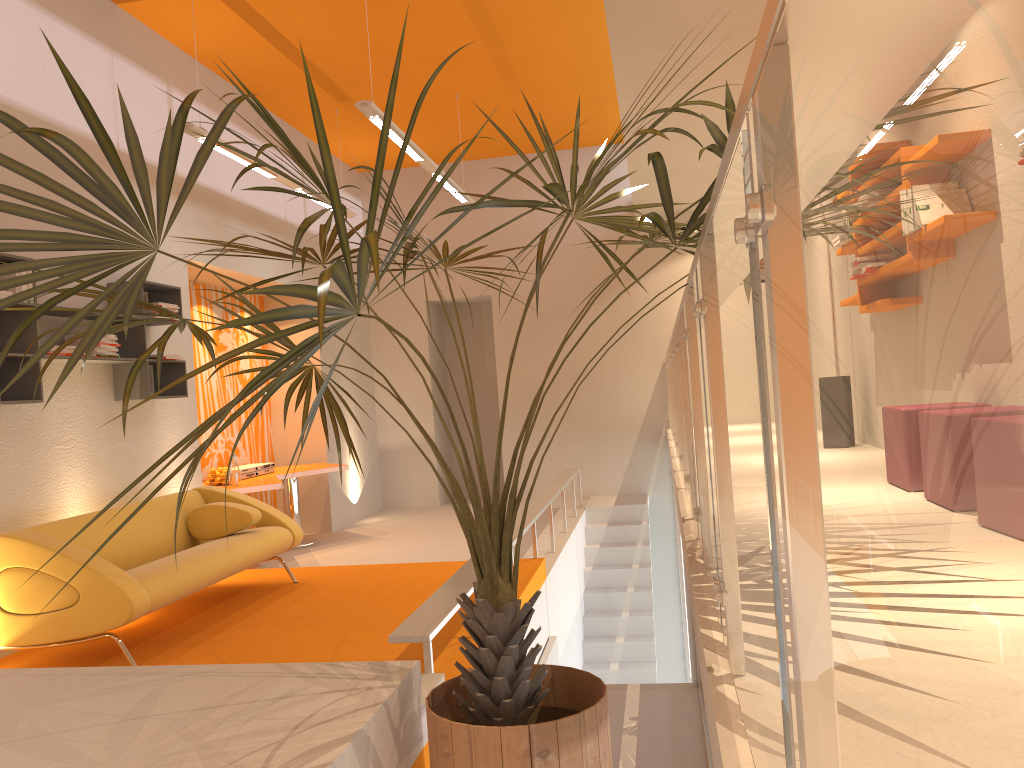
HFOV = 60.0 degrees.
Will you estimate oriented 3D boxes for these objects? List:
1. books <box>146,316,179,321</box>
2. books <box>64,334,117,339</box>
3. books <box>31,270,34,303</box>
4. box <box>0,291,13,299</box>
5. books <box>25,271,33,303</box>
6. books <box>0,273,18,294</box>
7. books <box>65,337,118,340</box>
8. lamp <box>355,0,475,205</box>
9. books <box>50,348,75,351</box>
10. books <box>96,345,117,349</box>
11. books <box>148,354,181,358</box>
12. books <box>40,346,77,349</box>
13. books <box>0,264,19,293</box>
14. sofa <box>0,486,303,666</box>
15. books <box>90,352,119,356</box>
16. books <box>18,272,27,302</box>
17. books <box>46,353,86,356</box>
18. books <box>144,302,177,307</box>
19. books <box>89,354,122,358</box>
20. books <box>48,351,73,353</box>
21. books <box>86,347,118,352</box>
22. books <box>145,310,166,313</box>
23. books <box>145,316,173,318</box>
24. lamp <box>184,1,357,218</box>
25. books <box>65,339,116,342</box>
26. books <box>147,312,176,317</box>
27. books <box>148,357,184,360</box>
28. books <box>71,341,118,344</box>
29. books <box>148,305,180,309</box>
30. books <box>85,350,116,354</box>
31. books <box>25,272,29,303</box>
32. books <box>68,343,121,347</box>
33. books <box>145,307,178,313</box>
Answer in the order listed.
[{"bbox_3d":[-2.474,-0.447,6.125,0.210,0.013,0.297,-4,0,9],"label":"books"},{"bbox_3d":[-2.598,-0.291,5.458,0.230,0.017,0.226,-4,0,-1],"label":"books"},{"bbox_3d":[-2.735,-0.545,4.859,0.230,0.227,0.017,-4,0,9],"label":"books"},{"bbox_3d":[-2.772,-0.455,4.595,0.232,0.047,0.232,-4,0,9],"label":"box"},{"bbox_3d":[-2.731,-0.545,4.840,0.230,0.227,0.017,-4,0,9],"label":"books"},{"bbox_3d":[-2.744,-0.516,4.736,0.230,0.169,0.023,-4,0,9],"label":"books"},{"bbox_3d":[-2.584,-0.276,5.453,0.190,0.015,0.254,-4,0,6],"label":"books"},{"bbox_3d":[-0.723,-2.286,7.244,0.120,1.052,3.195,-4,0,9],"label":"lamp"},{"bbox_3d":[-2.643,-0.188,5.091,0.190,0.015,0.254,-4,0,20],"label":"books"},{"bbox_3d":[-2.593,-0.220,5.457,0.230,0.017,0.226,-4,0,-1],"label":"books"},{"bbox_3d":[-2.447,-0.187,6.118,0.226,0.017,0.230,-4,0,9],"label":"books"},{"bbox_3d":[-2.638,-0.204,5.097,0.190,0.015,0.254,-4,0,26],"label":"books"},{"bbox_3d":[-2.755,-0.536,4.769,0.207,0.210,0.021,-4,0,9],"label":"books"},{"bbox_3d":[-2.102,1.071,5.349,0.929,0.706,2.081,-4,0,9],"label":"sofa"},{"bbox_3d":[-2.581,-0.177,5.455,0.190,0.011,0.268,-4,0,6],"label":"books"},{"bbox_3d":[-2.737,-0.517,4.790,0.230,0.169,0.027,-4,0,9],"label":"books"},{"bbox_3d":[-2.636,-0.163,5.104,0.210,0.013,0.297,-4,0,24],"label":"books"},{"bbox_3d":[-2.472,-0.536,6.113,0.226,0.017,0.230,-4,0,9],"label":"books"},{"bbox_3d":[-2.579,-0.165,5.459,0.210,0.013,0.297,-4,0,4],"label":"books"},{"bbox_3d":[-2.639,-0.175,5.101,0.190,0.011,0.268,-4,0,26],"label":"books"},{"bbox_3d":[-2.579,-0.205,5.453,0.190,0.015,0.254,-4,0,6],"label":"books"},{"bbox_3d":[-2.479,-0.487,6.132,0.190,0.015,0.254,-4,0,11],"label":"books"},{"bbox_3d":[-2.473,-0.459,6.129,0.190,0.011,0.268,-4,0,11],"label":"books"},{"bbox_3d":[-1.933,-2.199,7.444,0.120,1.052,3.195,-4,0,9],"label":"lamp"},{"bbox_3d":[-2.587,-0.261,5.446,0.190,0.015,0.254,-4,0,0],"label":"books"},{"bbox_3d":[-2.474,-0.472,6.139,0.190,0.015,0.254,-4,0,5],"label":"books"},{"bbox_3d":[-2.439,-0.171,6.130,0.254,0.015,0.190,-4,0,16],"label":"books"},{"bbox_3d":[-2.586,-0.248,5.456,0.190,0.011,0.268,-4,0,6],"label":"books"},{"bbox_3d":[-2.465,-0.520,6.125,0.254,0.015,0.190,-4,0,16],"label":"books"},{"bbox_3d":[-2.582,-0.190,5.445,0.190,0.015,0.254,-4,0,0],"label":"books"},{"bbox_3d":[-2.741,-0.516,4.819,0.230,0.169,0.027,-4,0,9],"label":"books"},{"bbox_3d":[-2.584,-0.236,5.459,0.210,0.013,0.297,-4,0,4],"label":"books"},{"bbox_3d":[-2.468,-0.504,6.127,0.230,0.017,0.226,-4,0,4],"label":"books"}]
